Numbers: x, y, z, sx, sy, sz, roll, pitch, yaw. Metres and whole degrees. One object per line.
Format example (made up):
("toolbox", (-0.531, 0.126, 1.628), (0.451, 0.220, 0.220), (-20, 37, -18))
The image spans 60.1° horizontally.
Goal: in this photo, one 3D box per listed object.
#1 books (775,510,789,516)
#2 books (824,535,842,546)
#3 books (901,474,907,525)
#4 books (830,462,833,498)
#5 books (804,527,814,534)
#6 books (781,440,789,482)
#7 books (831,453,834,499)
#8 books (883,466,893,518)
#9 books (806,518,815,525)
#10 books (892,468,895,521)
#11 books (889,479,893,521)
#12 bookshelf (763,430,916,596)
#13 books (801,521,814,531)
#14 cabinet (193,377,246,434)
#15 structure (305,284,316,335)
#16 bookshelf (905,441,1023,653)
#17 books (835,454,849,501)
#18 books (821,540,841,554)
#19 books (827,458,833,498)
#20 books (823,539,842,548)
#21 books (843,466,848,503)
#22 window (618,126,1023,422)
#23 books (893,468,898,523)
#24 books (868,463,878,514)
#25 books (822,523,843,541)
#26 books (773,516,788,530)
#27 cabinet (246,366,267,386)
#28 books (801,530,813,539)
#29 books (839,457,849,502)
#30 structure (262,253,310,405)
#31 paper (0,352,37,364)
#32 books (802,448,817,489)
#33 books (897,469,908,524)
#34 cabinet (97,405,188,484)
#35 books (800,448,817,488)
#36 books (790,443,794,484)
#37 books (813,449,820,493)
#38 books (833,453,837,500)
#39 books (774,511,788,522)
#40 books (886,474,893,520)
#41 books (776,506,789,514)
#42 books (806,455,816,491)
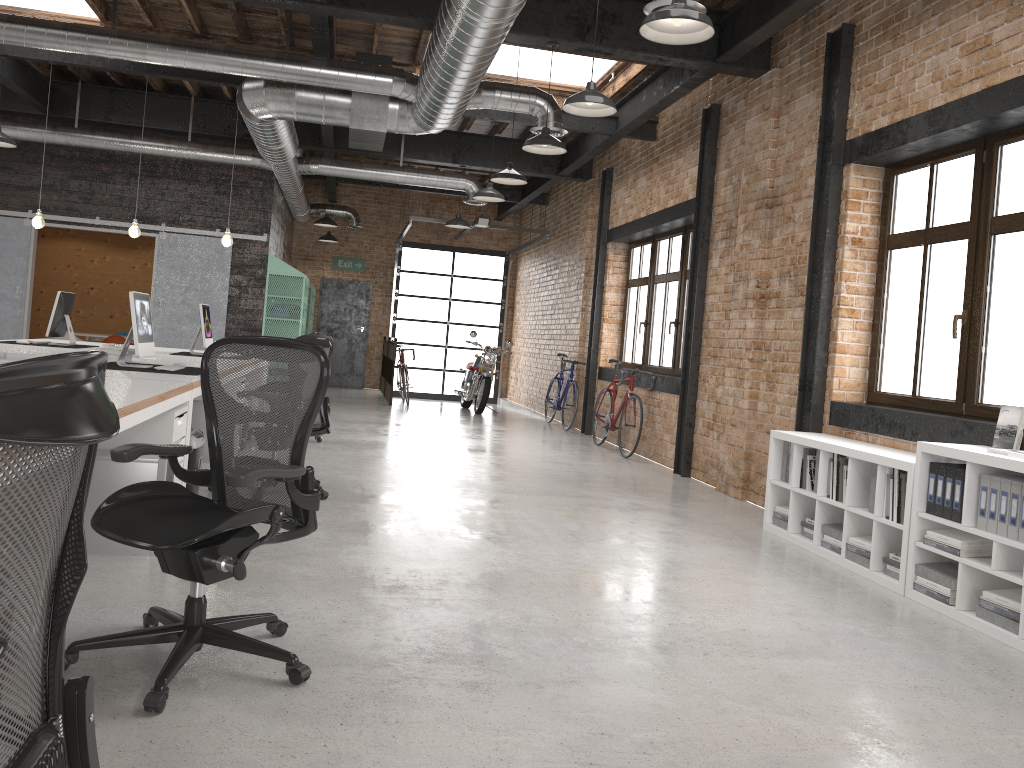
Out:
("books", (1.914, 0.860, 5.909), (0.219, 0.039, 0.260), (4, 3, -11))
("books", (2.028, 0.935, 5.294), (0.214, 0.046, 0.252), (4, 3, -11))
("books", (2.172, 0.626, 4.692), (0.221, 0.283, 0.061), (5, 0, -6))
("books", (2.027, 0.603, 5.407), (0.162, 0.240, 0.054), (5, 0, -6))
("books", (1.983, 0.937, 5.608), (0.163, 0.047, 0.239), (4, 3, -10))
("books", (1.980, 0.514, 6.029), (0.259, 0.351, 0.065), (5, 0, -6))
("books", (2.077, 0.549, 5.397), (0.258, 0.355, 0.049), (5, 0, -6))
("books", (2.170, 0.607, 4.865), (0.258, 0.305, 0.040), (5, 0, -6))
("books", (2.009, 0.878, 5.600), (0.198, 0.054, 0.240), (4, 3, -10))
("books", (2.177, 0.586, 4.780), (0.258, 0.355, 0.049), (5, 0, -6))
("books", (2.127, 0.639, 4.790), (0.162, 0.240, 0.054), (5, 0, -6))
("bookshelf", (2.087, 0.716, 5.351), (0.400, 0.684, 1.546), (5, 2, -11))
("books", (2.007, 0.910, 5.625), (0.222, 0.055, 0.282), (4, 3, -10))
("cabinet", (-2.530, 0.256, 7.487), (0.459, 0.648, 0.388), (5, 1, -11))
("structure", (-3.848, -0.964, 15.812), (0.556, 2.100, 1.119), (5, 0, -11))
("bookshelf", (2.388, 0.754, 3.826), (0.400, 0.800, 1.546), (5, 2, -11))
("books", (2.088, 0.553, 5.344), (0.271, 0.354, 0.063), (5, 0, -6))
("books", (2.020, 0.979, 5.306), (0.206, 0.061, 0.274), (4, 3, -11))
("books", (2.030, 0.590, 5.438), (0.182, 0.262, 0.056), (5, 0, -6))
("books", (2.027, 0.953, 5.298), (0.219, 0.034, 0.260), (4, 3, -11))
("books", (2.072, 0.612, 5.274), (0.197, 0.240, 0.058), (5, 0, -6))
("window", (2.273, -0.773, 7.461), (0.147, 1.690, 8.648), (5, 2, -11))
("books", (2.183, 0.589, 4.757), (0.259, 0.352, 0.070), (5, 0, -6))
("books", (2.155, 0.577, 4.980), (0.259, 0.351, 0.065), (5, 0, -6))
("books", (2.032, 0.899, 5.313), (0.217, 0.078, 0.291), (4, 2, -11))
("books", (1.909, 0.937, 5.924), (0.217, 0.072, 0.290), (4, 3, -11))
("cabinet", (-2.932, 0.126, 9.591), (0.459, 0.648, 0.388), (5, 1, -11))
("books", (1.985, 0.966, 5.623), (0.184, 0.049, 0.262), (4, 3, -10))
("books", (2.072, 0.589, 5.309), (0.221, 0.283, 0.061), (5, 0, -6))
("structure", (-3.271, -0.778, 12.794), (0.556, 2.100, 1.119), (5, 0, -11))
("paper", (-2.903, -0.133, 4.721), (1.078, 0.105, 0.974), (7, 4, 43))
("books", (1.997, 0.563, 5.742), (0.221, 0.283, 0.061), (5, 0, -6))
("books", (2.188, 0.590, 4.727), (0.271, 0.354, 0.063), (5, 0, -6))
("cabinet", (-1.974, 0.436, 4.577), (0.459, 0.648, 0.388), (5, 1, -11))
("books", (2.014, 0.527, 5.776), (0.271, 0.354, 0.063), (5, 0, -6))
("books", (1.995, 0.544, 5.914), (0.258, 0.305, 0.040), (5, 0, -6))
("books", (2.055, 0.540, 5.597), (0.259, 0.351, 0.065), (5, 0, -6))
("books", (2.083, 0.552, 5.374), (0.259, 0.352, 0.070), (5, 0, -6))
("books", (1.908, 0.886, 5.916), (0.206, 0.067, 0.276), (4, 3, -11))
("books", (2.130, 0.627, 4.821), (0.182, 0.262, 0.056), (5, 0, -6))
("books", (1.916, 0.842, 5.905), (0.214, 0.052, 0.252), (4, 3, -11))
("books", (1.998, 0.586, 5.706), (0.197, 0.240, 0.058), (5, 0, -6))
